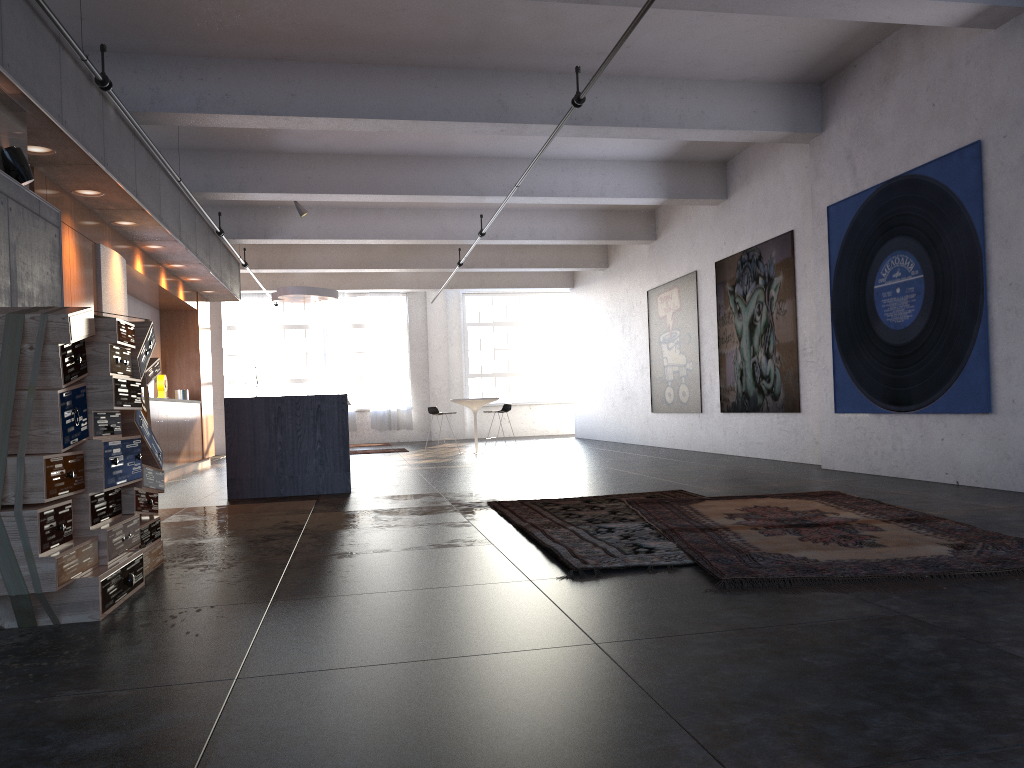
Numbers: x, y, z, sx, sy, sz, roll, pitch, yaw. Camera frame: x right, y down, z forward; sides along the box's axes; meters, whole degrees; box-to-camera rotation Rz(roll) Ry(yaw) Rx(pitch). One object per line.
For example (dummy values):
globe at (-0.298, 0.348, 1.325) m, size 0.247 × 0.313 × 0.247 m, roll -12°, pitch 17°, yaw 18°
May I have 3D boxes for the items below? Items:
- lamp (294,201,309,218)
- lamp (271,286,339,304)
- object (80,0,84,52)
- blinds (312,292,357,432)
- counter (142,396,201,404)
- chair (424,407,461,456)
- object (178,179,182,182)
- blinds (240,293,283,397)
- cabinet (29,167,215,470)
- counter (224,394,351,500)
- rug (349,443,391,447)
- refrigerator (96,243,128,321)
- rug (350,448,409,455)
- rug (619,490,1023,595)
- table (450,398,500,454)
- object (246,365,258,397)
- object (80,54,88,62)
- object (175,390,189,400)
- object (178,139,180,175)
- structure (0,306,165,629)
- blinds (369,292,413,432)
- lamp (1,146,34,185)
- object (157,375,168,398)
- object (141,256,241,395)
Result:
lamp at (-3.071, -2.567, 12.868) m, size 0.226 × 0.287 × 0.130 m, roll -2°, pitch 0°, yaw -28°
lamp at (-3.466, -1.440, 14.377) m, size 1.058 × 0.130 × 1.027 m, roll -3°, pitch -2°, yaw 35°
object at (-4.819, 0.077, 11.185) m, size 0.058 × 0.060 × 0.051 m, roll -3°, pitch -1°, yaw 23°
blinds at (-4.417, -0.643, 21.828) m, size 1.046 × 3.697 × 0.335 m, roll -2°, pitch 0°, yaw -15°
counter at (-5.147, 0.234, 11.170) m, size 1.620 × 0.039 × 4.425 m, roll -2°, pitch -2°, yaw -10°
chair at (-1.187, 0.827, 14.931) m, size 0.515 × 0.895 × 0.455 m, roll -2°, pitch -1°, yaw -34°
object at (-4.814, 0.127, 11.309) m, size 0.052 × 0.053 × 0.062 m, roll -2°, pitch -1°, yaw -4°
blinds at (-6.092, -0.578, 21.471) m, size 1.041 × 3.674 × 0.358 m, roll -2°, pitch 0°, yaw -13°
cabinet at (-5.409, -0.194, 10.362) m, size 2.398 × 2.562 × 8.042 m, roll -2°, pitch -1°, yaw -10°
counter at (-2.716, 0.706, 11.742) m, size 1.151 × 0.971 × 6.603 m, roll -2°, pitch -1°, yaw -10°
rug at (-4.439, 1.480, 20.766) m, size 3.157 × 0.009 × 1.800 m, roll -2°, pitch -2°, yaw -12°
refrigerator at (-3.942, -0.196, 8.670) m, size 0.222 × 2.190 × 0.947 m, roll -2°, pitch 0°, yaw -13°
rug at (-3.498, 1.343, 17.220) m, size 2.908 × 0.029 × 1.839 m, roll -2°, pitch -2°, yaw -12°
rug at (1.684, 0.822, 5.166) m, size 1.879 × 0.048 × 3.519 m, roll -2°, pitch -1°, yaw -1°
table at (-0.631, 0.728, 15.380) m, size 0.835 × 0.951 × 0.822 m, roll -2°, pitch -1°, yaw -11°
object at (-5.753, 0.550, 19.495) m, size 1.190 × 1.919 × 1.047 m, roll -2°, pitch 0°, yaw -11°
object at (-4.797, 0.082, 11.320) m, size 0.063 × 0.051 × 0.052 m, roll -2°, pitch -1°, yaw -19°
object at (-4.924, 0.175, 13.205) m, size 0.187 × 0.170 × 0.194 m, roll -3°, pitch -1°, yaw 38°
object at (-4.771, 0.121, 11.274) m, size 0.050 × 0.053 × 0.065 m, roll -3°, pitch -1°, yaw 27°
structure at (-2.027, 0.306, 4.094) m, size 0.643 × 1.315 × 1.898 m, roll -2°, pitch -1°, yaw -10°
blinds at (-3.070, -0.692, 22.128) m, size 1.039 × 3.750 × 0.339 m, roll -2°, pitch 0°, yaw -14°
lamp at (-2.899, -1.251, 5.144) m, size 0.216 × 0.258 × 0.168 m, roll -2°, pitch -1°, yaw -30°
object at (-4.950, 0.058, 12.556) m, size 0.100 × 0.381 × 0.272 m, roll -2°, pitch -1°, yaw -10°
object at (-5.244, 0.488, 4.760) m, size 0.949 × 1.214 × 13.185 m, roll -2°, pitch -1°, yaw 1°
